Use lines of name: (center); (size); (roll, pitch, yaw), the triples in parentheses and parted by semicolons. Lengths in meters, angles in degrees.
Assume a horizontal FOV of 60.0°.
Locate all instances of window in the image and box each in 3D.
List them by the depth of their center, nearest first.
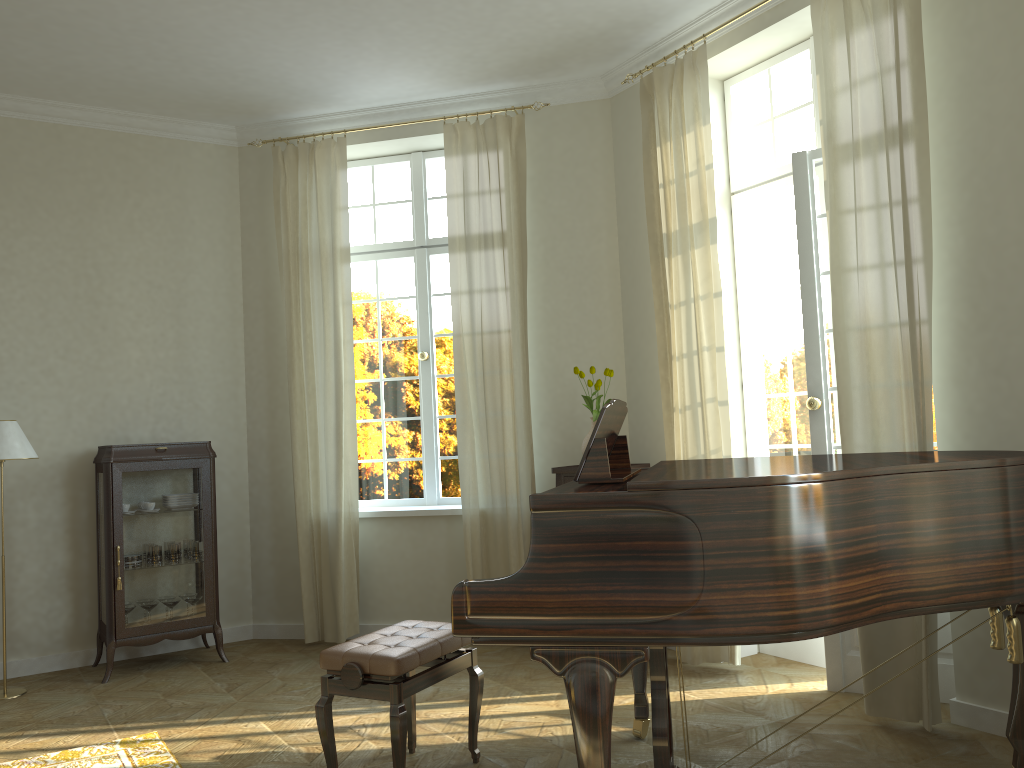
window: (1.666, -1.534, 4.745); (0.055, 0.680, 1.380); (-1, -4, -32)
window: (-0.625, -0.406, 6.313); (1.400, 2.550, 0.181); (-4, -3, 13)

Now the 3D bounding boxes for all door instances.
door: (1.592, 0.168, 4.549); (0.425, 2.690, 1.385); (-1, -4, -32)

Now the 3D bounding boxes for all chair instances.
chair: (-0.423, 1.271, 3.483); (0.385, 0.563, 0.638); (-4, -4, 28)

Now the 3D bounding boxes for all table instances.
table: (0.564, 1.050, 5.342); (0.522, 1.114, 0.344); (-5, -4, 33)

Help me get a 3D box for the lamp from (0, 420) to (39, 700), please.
lamp: (-2.900, 0.984, 5.054); (0.380, 1.552, 0.381); (-1, -4, -27)

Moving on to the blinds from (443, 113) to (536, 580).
blinds: (-0.098, -0.050, 5.724); (0.552, 3.381, 0.159); (-4, -3, 16)

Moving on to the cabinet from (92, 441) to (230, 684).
cabinet: (-2.241, 1.071, 5.602); (0.733, 1.386, 0.542); (-1, -4, -32)

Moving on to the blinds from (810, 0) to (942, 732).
blinds: (1.623, -0.241, 3.876); (0.162, 3.386, 0.554); (0, -4, -37)

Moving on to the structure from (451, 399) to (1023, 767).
structure: (0.899, 0.745, 3.088); (1.856, 1.439, 1.514); (-4, -3, 13)

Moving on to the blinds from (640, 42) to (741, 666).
blinds: (1.009, -0.145, 4.954); (0.159, 3.386, 0.552); (0, -4, -35)

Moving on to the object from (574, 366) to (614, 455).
object: (0.519, 0.191, 5.392); (0.264, 0.609, 0.242); (-2, -3, -8)

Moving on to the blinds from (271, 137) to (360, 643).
blinds: (-1.320, 0.020, 5.953); (0.554, 3.385, 0.162); (-4, -3, 18)
